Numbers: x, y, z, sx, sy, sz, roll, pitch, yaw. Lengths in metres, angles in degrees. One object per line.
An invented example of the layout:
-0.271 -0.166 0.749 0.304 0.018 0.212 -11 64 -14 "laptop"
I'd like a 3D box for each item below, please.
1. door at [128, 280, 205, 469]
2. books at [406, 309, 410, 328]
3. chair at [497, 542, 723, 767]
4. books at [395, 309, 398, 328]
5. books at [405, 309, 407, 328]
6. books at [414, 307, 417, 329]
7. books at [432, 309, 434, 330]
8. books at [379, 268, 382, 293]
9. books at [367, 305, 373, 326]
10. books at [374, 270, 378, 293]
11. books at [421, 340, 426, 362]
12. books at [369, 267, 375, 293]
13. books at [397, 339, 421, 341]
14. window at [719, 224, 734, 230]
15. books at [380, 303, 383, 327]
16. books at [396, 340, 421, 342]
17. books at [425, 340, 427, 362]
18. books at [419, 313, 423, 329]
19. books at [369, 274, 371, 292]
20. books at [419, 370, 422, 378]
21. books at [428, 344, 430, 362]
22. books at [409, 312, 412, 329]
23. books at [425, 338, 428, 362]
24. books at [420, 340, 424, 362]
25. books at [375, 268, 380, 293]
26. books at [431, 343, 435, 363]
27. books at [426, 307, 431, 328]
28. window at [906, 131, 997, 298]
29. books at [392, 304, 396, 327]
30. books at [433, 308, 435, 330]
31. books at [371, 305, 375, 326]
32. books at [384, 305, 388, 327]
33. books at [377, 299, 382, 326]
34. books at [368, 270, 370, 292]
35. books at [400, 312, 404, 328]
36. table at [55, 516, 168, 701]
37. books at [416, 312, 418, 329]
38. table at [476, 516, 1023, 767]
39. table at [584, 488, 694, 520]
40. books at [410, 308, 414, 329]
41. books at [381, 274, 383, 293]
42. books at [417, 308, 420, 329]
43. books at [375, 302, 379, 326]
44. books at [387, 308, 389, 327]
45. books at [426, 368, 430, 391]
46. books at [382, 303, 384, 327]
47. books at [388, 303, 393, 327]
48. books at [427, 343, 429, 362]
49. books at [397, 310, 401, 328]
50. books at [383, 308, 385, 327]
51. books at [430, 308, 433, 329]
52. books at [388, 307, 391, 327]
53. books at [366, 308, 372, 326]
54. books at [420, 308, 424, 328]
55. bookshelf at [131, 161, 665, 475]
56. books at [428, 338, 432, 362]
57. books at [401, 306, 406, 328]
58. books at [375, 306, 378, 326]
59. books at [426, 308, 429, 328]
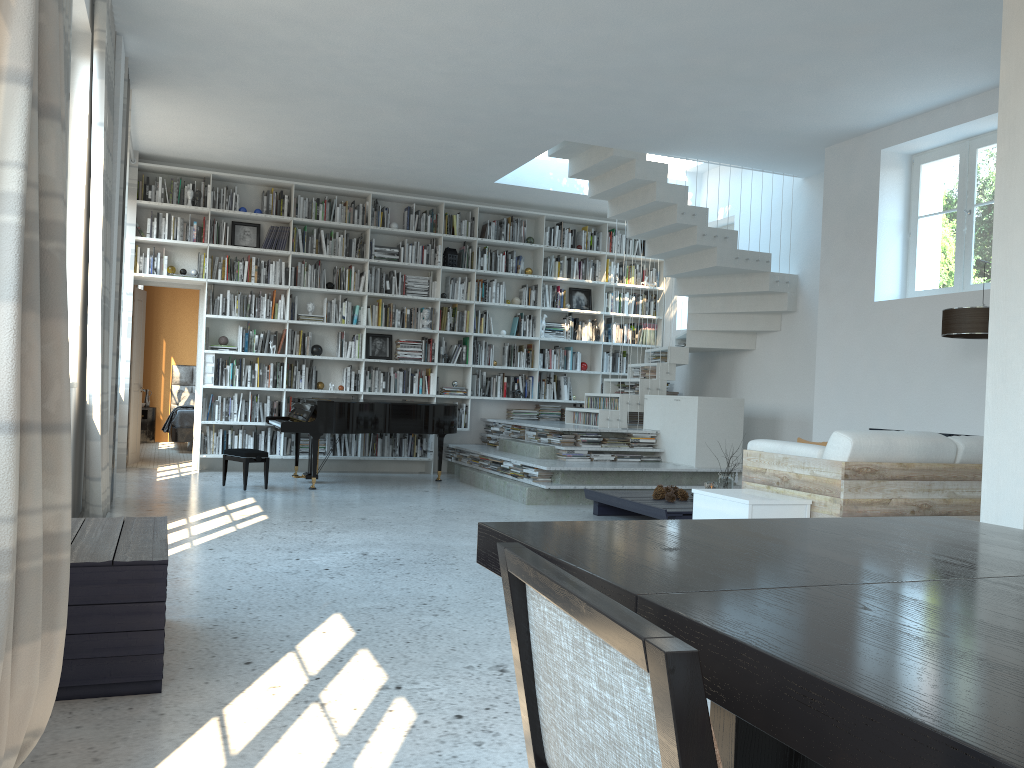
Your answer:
-3.878 -0.091 9.748 0.834 1.981 0.786 2 0 -21 "door"
-1.214 -0.737 10.169 0.029 0.224 0.185 2 0 -21 "books"
0.300 0.593 0.927 0.570 0.782 0.480 3 0 -16 "chair"
-1.340 -0.739 10.132 0.024 0.216 0.175 2 0 -21 "books"
-1.236 -0.743 10.173 0.010 0.234 0.175 2 0 -21 "books"
-1.130 -0.750 10.212 0.025 0.258 0.150 2 0 -21 "books"
-0.940 -0.742 10.301 0.014 0.261 0.137 2 0 -21 "books"
-1.511 -1.158 10.058 0.011 0.300 0.179 2 0 -21 "books"
-1.610 -0.765 10.031 0.042 0.242 0.162 2 0 -21 "books"
-1.552 -1.143 10.031 0.025 0.266 0.185 2 0 -21 "books"
-1.034 -0.379 10.257 0.011 0.261 0.184 2 0 -21 "books"
-1.590 -1.160 10.024 0.026 0.297 0.179 2 0 -21 "books"
-1.186 -0.503 10.199 0.254 0.012 0.161 3 -1 -17 "books"
2.494 -1.261 10.490 0.042 1.226 1.117 2 0 -21 "window"
-1.498 -0.772 10.044 0.015 0.266 0.189 2 0 -21 "books"
-1.188 -0.491 10.201 0.254 0.012 0.161 3 -1 -24 "books"
-1.017 -0.375 10.276 0.013 0.256 0.162 2 0 -21 "books"
-1.065 -0.718 10.246 0.035 0.201 0.149 2 0 -21 "books"
-1.623 -1.127 10.031 0.027 0.228 0.147 2 0 -21 "books"
-1.067 -0.025 10.273 0.010 0.284 0.132 2 0 -21 "books"
-0.982 -0.354 10.294 0.021 0.217 0.132 2 0 -21 "books"
-1.188 -0.724 10.182 0.029 0.200 0.178 2 0 -21 "books"
-1.005 -0.391 10.279 0.011 0.288 0.152 2 0 -21 "books"
-1.046 -0.376 10.255 0.012 0.254 0.161 2 0 -21 "books"
-1.532 -1.156 10.058 0.029 0.295 0.151 2 0 -21 "books"
-0.936 -0.358 10.283 0.034 0.229 0.199 2 0 -21 "books"
-0.972 -0.752 10.292 0.025 0.279 0.108 2 0 -21 "books"
3.442 -1.261 6.750 0.072 1.226 1.117 2 0 -21 "window"
-1.368 -0.766 10.106 0.028 0.267 0.189 2 0 -21 "books"
-0.926 -0.743 10.314 0.023 0.265 0.107 2 0 -21 "books"
-1.581 -0.766 10.052 0.026 0.248 0.139 2 0 -21 "books"
-1.453 -0.766 10.109 0.028 0.259 0.134 2 0 -21 "books"
-1.511 -0.798 10.040 0.014 0.317 0.188 2 0 -21 "books"
-1.641 -1.147 10.006 0.026 0.267 0.170 2 0 -21 "books"
-1.282 -0.727 10.169 0.050 0.199 0.145 2 0 -21 "books"
-1.462 0.724 3.020 0.524 0.415 0.925 3 -1 -21 "table"
-1.116 -0.723 10.235 0.022 0.206 0.114 2 0 -21 "books"
0.831 0.639 0.720 1.086 0.736 2.199 3 -1 -21 "table"
1.399 0.989 6.866 1.270 0.218 1.257 3 -1 -21 "table"
-1.164 -0.745 10.180 0.012 0.245 0.186 2 0 -21 "books"
-1.492 -1.123 10.069 0.014 0.233 0.147 2 0 -21 "books"
-1.092 -0.748 10.238 0.024 0.259 0.126 2 0 -21 "books"
-1.538 -0.782 10.076 0.010 0.284 0.136 2 0 -21 "books"
-1.428 -0.749 10.097 0.012 0.228 0.169 2 0 -21 "books"
-0.979 -0.029 10.298 0.011 0.300 0.149 2 0 -21 "books"
-1.482 -0.778 10.066 0.010 0.281 0.170 2 0 -21 "books"
-1.391 -0.775 10.112 0.013 0.283 0.176 2 0 -21 "books"
-0.998 -0.363 10.290 0.013 0.232 0.134 2 0 -21 "books"
-1.315 -0.737 10.143 0.030 0.215 0.168 2 0 -21 "books"
-1.476 -0.751 10.094 0.024 0.228 0.147 2 0 -21 "books"
-0.949 -0.745 10.284 0.014 0.266 0.153 2 0 -21 "books"
-1.413 -0.752 10.111 0.025 0.236 0.137 2 0 -21 "books"
-1.623 -0.749 10.014 0.053 0.208 0.156 2 0 -21 "books"
-1.044 -0.748 10.263 0.014 0.263 0.135 2 0 -21 "books"
-1.091 -0.529 10.173 6.298 3.142 0.330 3 0 -21 "bookshelf"
-0.960 -0.384 10.284 0.011 0.279 0.186 2 0 -21 "books"
-1.248 -0.756 10.172 0.014 0.258 0.161 2 0 -21 "books"
-1.553 -0.761 10.057 0.029 0.240 0.155 2 0 -21 "books"
-0.992 -0.744 10.273 0.025 0.259 0.130 2 0 -21 "books"
